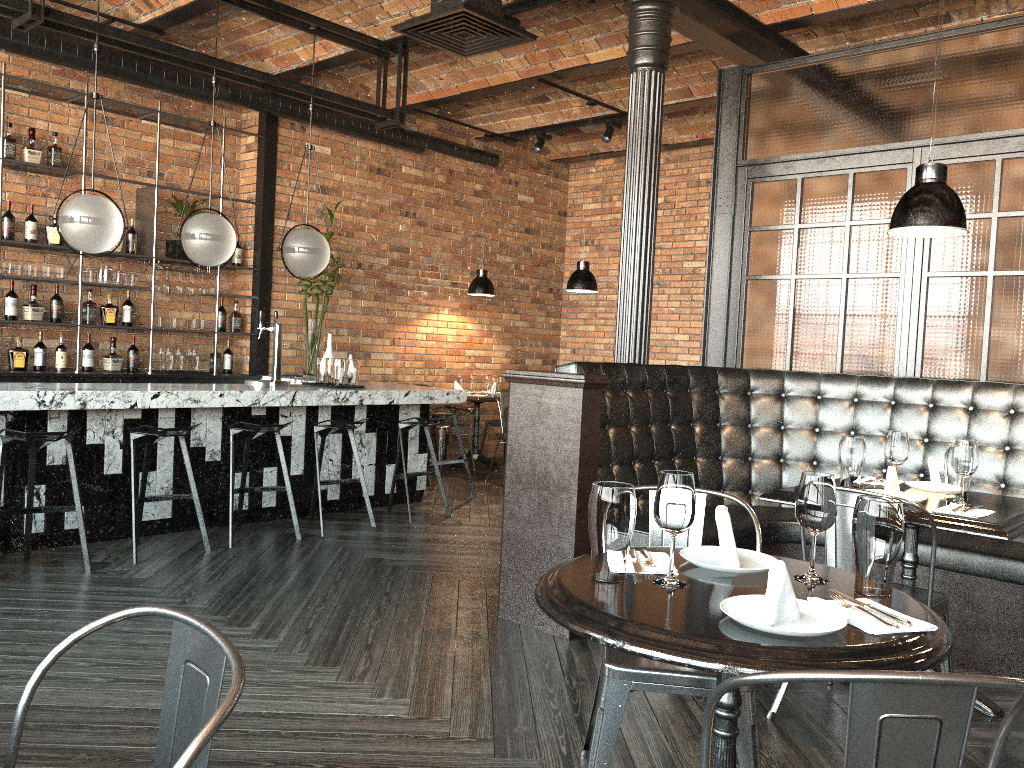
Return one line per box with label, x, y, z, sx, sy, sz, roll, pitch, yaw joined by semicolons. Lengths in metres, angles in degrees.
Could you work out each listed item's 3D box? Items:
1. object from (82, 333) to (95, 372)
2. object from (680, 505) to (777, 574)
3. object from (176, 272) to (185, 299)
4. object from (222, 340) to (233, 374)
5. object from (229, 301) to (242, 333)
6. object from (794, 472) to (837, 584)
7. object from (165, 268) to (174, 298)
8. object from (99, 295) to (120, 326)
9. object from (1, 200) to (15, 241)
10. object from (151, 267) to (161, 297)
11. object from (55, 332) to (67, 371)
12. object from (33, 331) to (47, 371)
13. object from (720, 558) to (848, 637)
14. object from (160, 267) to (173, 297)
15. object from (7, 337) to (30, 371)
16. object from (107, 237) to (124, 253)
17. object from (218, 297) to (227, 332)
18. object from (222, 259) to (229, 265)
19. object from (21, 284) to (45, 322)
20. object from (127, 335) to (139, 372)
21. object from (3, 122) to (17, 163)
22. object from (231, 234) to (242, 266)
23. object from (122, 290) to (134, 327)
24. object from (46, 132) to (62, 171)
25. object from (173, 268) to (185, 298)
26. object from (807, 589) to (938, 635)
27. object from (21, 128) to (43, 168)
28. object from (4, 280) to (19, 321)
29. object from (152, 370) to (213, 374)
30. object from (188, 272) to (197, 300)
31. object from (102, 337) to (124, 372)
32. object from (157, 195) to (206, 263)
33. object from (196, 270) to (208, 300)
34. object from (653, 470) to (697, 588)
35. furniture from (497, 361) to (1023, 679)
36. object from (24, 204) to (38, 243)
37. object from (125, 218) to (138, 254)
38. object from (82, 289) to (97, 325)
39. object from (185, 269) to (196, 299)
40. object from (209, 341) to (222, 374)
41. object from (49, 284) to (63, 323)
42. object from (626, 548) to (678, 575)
object;-3.308;-0.246;6.925;0.086;0.298;0.086;3;2;1
object;0.524;0.373;2.132;0.232;0.139;0.232;3;2;12
object;-2.804;-0.844;7.516;0.092;0.244;0.092;3;2;-8
object;-2.502;-0.240;7.815;0.086;0.298;0.086;3;2;1
object;-2.439;-0.595;7.829;0.083;0.282;0.083;1;3;-37
object;0.692;0.327;2.028;0.092;0.244;0.092;5;3;42
object;-2.871;-0.844;7.443;0.092;0.244;0.092;3;2;-8
object;-3.186;-0.582;7.014;0.151;0.248;0.094;1;3;-39
object;-3.660;-1.182;6.444;0.086;0.299;0.086;3;2;1
object;-2.945;-0.845;7.362;0.092;0.244;0.092;3;2;-8
object;-3.441;-0.245;6.769;0.080;0.299;0.080;5;3;45
object;-3.549;-0.247;6.671;0.086;0.298;0.086;3;2;1
object;0.517;0.391;1.686;0.232;0.139;0.232;3;2;-4
object;-2.823;-0.834;7.251;0.092;0.244;0.092;3;2;-8
object;-3.644;-0.222;6.548;0.151;0.248;0.094;1;3;-39
object;-3.138;-1.166;6.990;0.123;0.279;0.123;1;3;-39
object;-2.533;-0.604;7.731;0.086;0.299;0.086;3;2;1
object;-2.501;-1.165;7.707;0.083;0.282;0.083;1;3;-33
object;-3.557;-0.599;6.588;0.123;0.279;0.123;4;3;31
object;-3.068;-0.245;7.181;0.086;0.299;0.086;3;2;1
object;-3.637;-1.745;6.410;0.083;0.282;0.083;5;3;42
object;-2.426;-1.175;7.828;0.086;0.298;0.086;3;2;6
object;-3.091;-0.607;7.137;0.086;0.298;0.086;3;2;1
object;-3.426;-1.743;6.641;0.083;0.282;0.083;4;3;27
object;-2.749;-0.833;7.332;0.092;0.244;0.092;3;2;-8
object;0.702;0.451;1.778;0.157;0.019;0.255;2;2;-17
object;-3.533;-1.742;6.526;0.123;0.279;0.123;1;3;-44
object;-3.667;-0.612;6.498;0.086;0.298;0.086;3;2;1
object;-2.775;-0.099;7.429;0.273;0.019;0.437;5;3;42
object;-2.734;-0.843;7.593;0.092;0.244;0.092;3;2;-8
object;-3.171;-0.234;7.045;0.123;0.279;0.123;4;3;31
object;-2.723;-1.301;7.400;0.398;0.560;0.374;4;2;15
object;-2.612;-0.832;7.482;0.092;0.244;0.092;3;2;-8
object;0.352;0.313;1.929;0.092;0.244;0.092;5;3;42
furniture;2.598;0.660;2.988;5.451;1.212;1.979;5;3;42
object;-3.570;-1.183;6.584;0.086;0.298;0.086;3;2;1
object;-3.049;-1.177;7.112;0.086;0.297;0.086;3;2;1
object;-3.288;-0.600;6.901;0.083;0.282;0.083;4;3;27
object;-2.682;-0.833;7.405;0.092;0.244;0.092;3;2;-8
object;-2.577;-0.233;7.714;0.083;0.282;0.083;4;3;27
object;-3.454;-0.610;6.724;0.086;0.299;0.086;3;2;1
object;0.305;0.418;2.090;0.157;0.019;0.255;3;2;3
